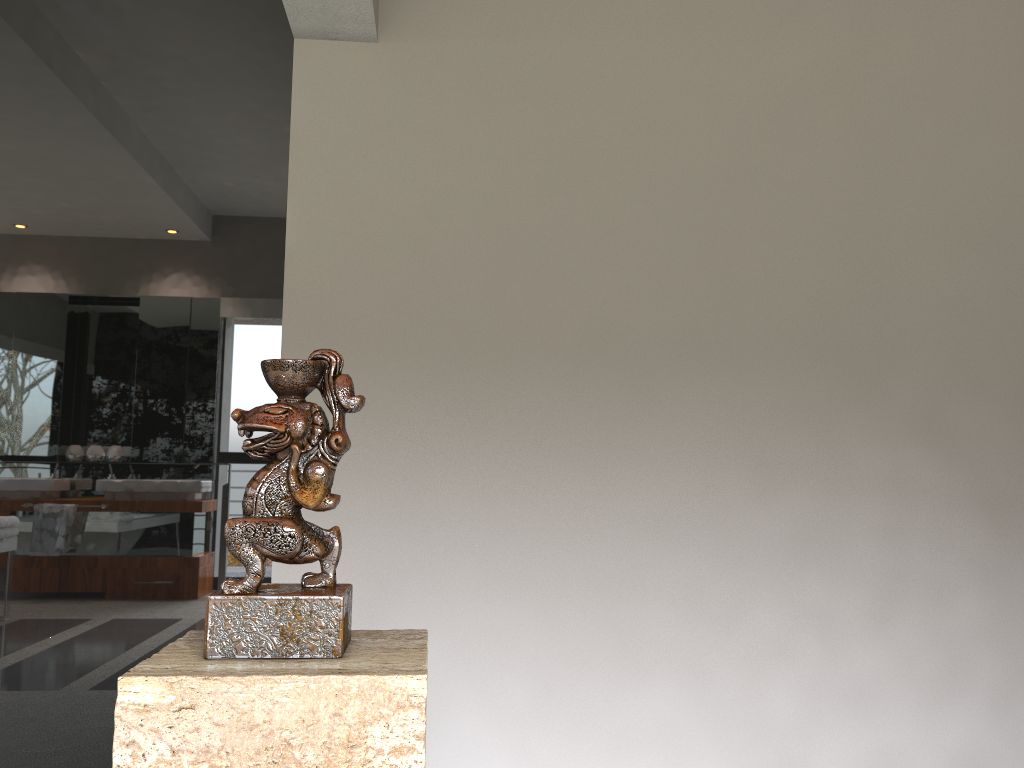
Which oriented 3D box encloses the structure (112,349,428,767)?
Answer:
[{"bbox_3d":[-0.270,0.487,1.077,0.328,1.075,0.291,1,-7,-5],"label":"structure"}]
